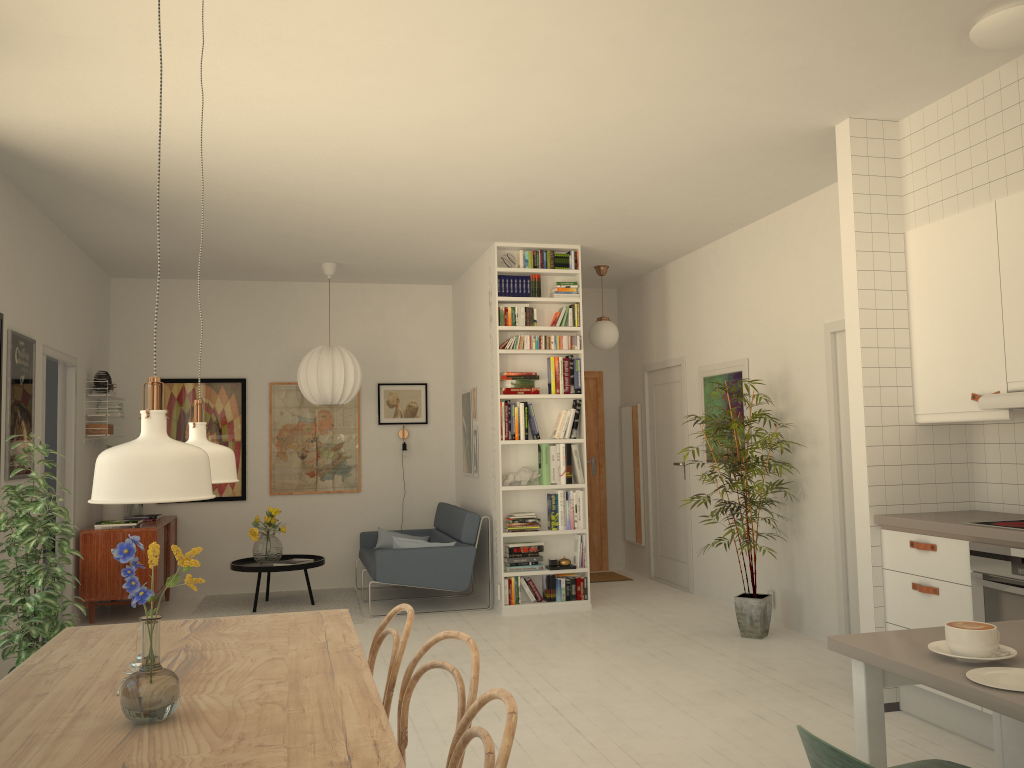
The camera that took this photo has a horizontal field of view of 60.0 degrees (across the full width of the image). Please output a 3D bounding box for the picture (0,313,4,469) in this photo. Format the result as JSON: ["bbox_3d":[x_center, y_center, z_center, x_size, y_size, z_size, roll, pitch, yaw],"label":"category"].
[{"bbox_3d":[-2.789,0.086,4.682,0.018,1.000,0.545,0,-4,-14],"label":"picture"}]

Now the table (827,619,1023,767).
[{"bbox_3d":[1.283,0.952,1.394,0.794,0.865,1.423,0,-4,-14],"label":"table"}]

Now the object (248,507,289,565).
[{"bbox_3d":[-2.039,1.263,7.373,0.291,0.471,0.361,-3,-4,24],"label":"object"}]

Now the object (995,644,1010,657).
[{"bbox_3d":[0.986,0.534,1.788,0.027,0.011,0.132,-3,-4,25],"label":"object"}]

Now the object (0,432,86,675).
[{"bbox_3d":[-2.423,0.956,4.438,0.568,1.425,0.513,-4,-5,29],"label":"object"}]

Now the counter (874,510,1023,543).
[{"bbox_3d":[1.524,0.550,1.735,2.856,0.163,4.842,0,-4,-14],"label":"counter"}]

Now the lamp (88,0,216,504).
[{"bbox_3d":[-0.714,-0.570,1.780,0.229,1.596,0.229,-4,-5,31],"label":"lamp"}]

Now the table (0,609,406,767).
[{"bbox_3d":[-0.774,1.091,2.065,0.894,0.749,1.796,0,-4,-14],"label":"table"}]

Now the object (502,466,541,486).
[{"bbox_3d":[0.077,0.725,6.993,0.311,0.150,0.137,-1,-4,-6],"label":"object"}]

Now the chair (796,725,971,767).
[{"bbox_3d":[0.787,1.033,1.630,0.446,0.752,0.485,0,-4,-15],"label":"chair"}]

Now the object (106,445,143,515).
[{"bbox_3d":[-3.294,0.838,7.814,0.476,0.686,0.397,0,-4,-12],"label":"object"}]

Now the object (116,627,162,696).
[{"bbox_3d":[-0.883,0.653,2.126,0.095,0.138,0.154,0,-4,-14],"label":"object"}]

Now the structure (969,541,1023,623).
[{"bbox_3d":[2.312,0.857,3.441,0.704,0.447,0.682,0,-4,-14],"label":"structure"}]

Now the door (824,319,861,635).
[{"bbox_3d":[2.194,0.595,5.153,0.166,2.034,0.954,0,-4,-14],"label":"door"}]

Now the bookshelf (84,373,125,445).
[{"bbox_3d":[-3.387,0.220,7.392,0.184,0.565,0.694,0,-4,-14],"label":"bookshelf"}]

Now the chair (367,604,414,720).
[{"bbox_3d":[-0.527,1.083,2.620,0.483,0.811,0.385,0,-4,-17],"label":"chair"}]

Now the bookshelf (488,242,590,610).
[{"bbox_3d":[0.211,0.333,7.103,0.710,2.902,0.249,0,-4,-14],"label":"bookshelf"}]

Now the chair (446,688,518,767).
[{"bbox_3d":[-0.223,1.013,1.656,0.483,0.811,0.385,0,-4,-12],"label":"chair"}]

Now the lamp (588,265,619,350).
[{"bbox_3d":[0.823,-0.688,8.040,0.275,0.768,0.275,0,-4,-20],"label":"lamp"}]

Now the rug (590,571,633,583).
[{"bbox_3d":[0.625,1.870,8.512,0.941,0.002,0.552,0,-4,-14],"label":"rug"}]

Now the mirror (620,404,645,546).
[{"bbox_3d":[1.195,0.893,8.829,0.029,1.371,0.500,0,-4,-14],"label":"mirror"}]

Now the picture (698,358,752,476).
[{"bbox_3d":[1.666,0.272,6.984,0.012,0.877,0.822,0,-4,-14],"label":"picture"}]

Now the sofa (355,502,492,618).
[{"bbox_3d":[-0.809,1.457,7.630,0.964,0.773,1.602,0,-4,-14],"label":"sofa"}]

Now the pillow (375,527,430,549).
[{"bbox_3d":[-1.017,1.455,8.230,0.540,0.277,0.157,0,-4,-13],"label":"pillow"}]

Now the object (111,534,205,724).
[{"bbox_3d":[-0.761,0.507,1.864,0.206,0.389,0.144,-4,-5,38],"label":"object"}]

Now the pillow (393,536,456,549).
[{"bbox_3d":[-0.711,1.356,6.995,0.533,0.354,0.141,0,-4,-14],"label":"pillow"}]

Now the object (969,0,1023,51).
[{"bbox_3d":[1.945,-1.355,3.386,0.351,0.101,0.351,-3,-4,28],"label":"object"}]

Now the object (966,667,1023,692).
[{"bbox_3d":[0.920,0.539,1.615,0.167,0.005,0.167,0,-4,-18],"label":"object"}]

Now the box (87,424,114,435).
[{"bbox_3d":[-3.345,0.372,7.207,0.152,0.084,0.265,0,-4,-14],"label":"box"}]

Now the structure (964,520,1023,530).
[{"bbox_3d":[2.255,0.574,3.457,0.504,0.057,0.763,0,-4,-14],"label":"structure"}]

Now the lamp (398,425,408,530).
[{"bbox_3d":[-1.156,1.103,8.474,0.360,1.417,0.112,0,-4,-14],"label":"lamp"}]

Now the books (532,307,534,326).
[{"bbox_3d":[0.147,-0.527,7.140,0.016,0.158,0.145,0,-4,-14],"label":"books"}]

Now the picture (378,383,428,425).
[{"bbox_3d":[-1.063,0.194,8.635,0.481,0.402,0.015,0,-4,-14],"label":"picture"}]

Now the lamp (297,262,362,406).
[{"bbox_3d":[-1.565,-0.432,7.613,0.536,1.229,0.536,-3,-4,20],"label":"lamp"}]

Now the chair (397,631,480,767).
[{"bbox_3d":[-0.315,1.048,2.157,0.483,0.811,0.385,1,-5,-32],"label":"chair"}]

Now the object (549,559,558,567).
[{"bbox_3d":[0.326,1.411,7.000,0.058,0.055,0.058,0,-4,-14],"label":"object"}]

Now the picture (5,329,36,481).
[{"bbox_3d":[-2.955,0.136,5.342,0.020,0.869,0.525,0,-4,-14],"label":"picture"}]

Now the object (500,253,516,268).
[{"bbox_3d":[-0.030,-0.979,7.082,0.131,0.131,0.131,0,-4,-18],"label":"object"}]

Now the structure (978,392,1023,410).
[{"bbox_3d":[2.291,0.049,3.496,0.482,0.073,0.680,0,-4,-14],"label":"structure"}]

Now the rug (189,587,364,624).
[{"bbox_3d":[-1.926,1.840,7.280,1.304,0.012,1.660,0,-4,-12],"label":"rug"}]

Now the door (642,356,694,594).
[{"bbox_3d":[1.460,0.805,8.079,0.166,2.034,0.954,0,-4,-14],"label":"door"}]

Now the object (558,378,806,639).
[{"bbox_3d":[1.229,0.859,6.394,0.778,1.712,2.087,1,-5,-33],"label":"object"}]

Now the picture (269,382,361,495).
[{"bbox_3d":[-1.865,0.510,8.410,0.838,1.053,0.012,0,-4,-14],"label":"picture"}]

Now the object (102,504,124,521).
[{"bbox_3d":[-3.221,0.915,7.165,0.160,0.446,0.158,-3,-5,26],"label":"object"}]

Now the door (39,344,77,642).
[{"bbox_3d":[-3.606,0.788,6.125,0.882,2.034,0.954,0,-4,-14],"label":"door"}]

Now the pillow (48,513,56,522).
[{"bbox_3d":[-3.994,1.284,7.532,0.220,0.385,0.387,0,-4,-13],"label":"pillow"}]

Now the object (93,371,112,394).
[{"bbox_3d":[-3.313,-0.010,7.175,0.139,0.200,0.139,-4,-5,30],"label":"object"}]

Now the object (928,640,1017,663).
[{"bbox_3d":[0.926,0.543,1.786,0.160,0.020,0.160,-5,-5,41],"label":"object"}]

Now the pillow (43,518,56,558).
[{"bbox_3d":[-3.812,1.271,7.401,0.237,0.385,0.766,0,-4,-16],"label":"pillow"}]

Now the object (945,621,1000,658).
[{"bbox_3d":[0.927,0.515,1.790,0.094,0.064,0.098,-4,-5,34],"label":"object"}]

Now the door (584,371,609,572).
[{"bbox_3d":[0.499,0.888,9.020,0.931,2.034,0.159,0,-4,-14],"label":"door"}]

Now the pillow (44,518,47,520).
[{"bbox_3d":[-3.913,1.245,7.160,0.237,0.338,0.437,0,-4,-16],"label":"pillow"}]

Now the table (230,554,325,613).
[{"bbox_3d":[-1.934,1.652,7.337,0.761,0.386,0.760,-1,-4,2],"label":"table"}]

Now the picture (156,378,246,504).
[{"bbox_3d":[-2.853,0.515,8.159,0.778,1.134,0.018,0,-4,-14],"label":"picture"}]

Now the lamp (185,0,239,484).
[{"bbox_3d":[-0.922,-0.511,2.610,0.229,1.596,0.229,-3,-4,21],"label":"lamp"}]
